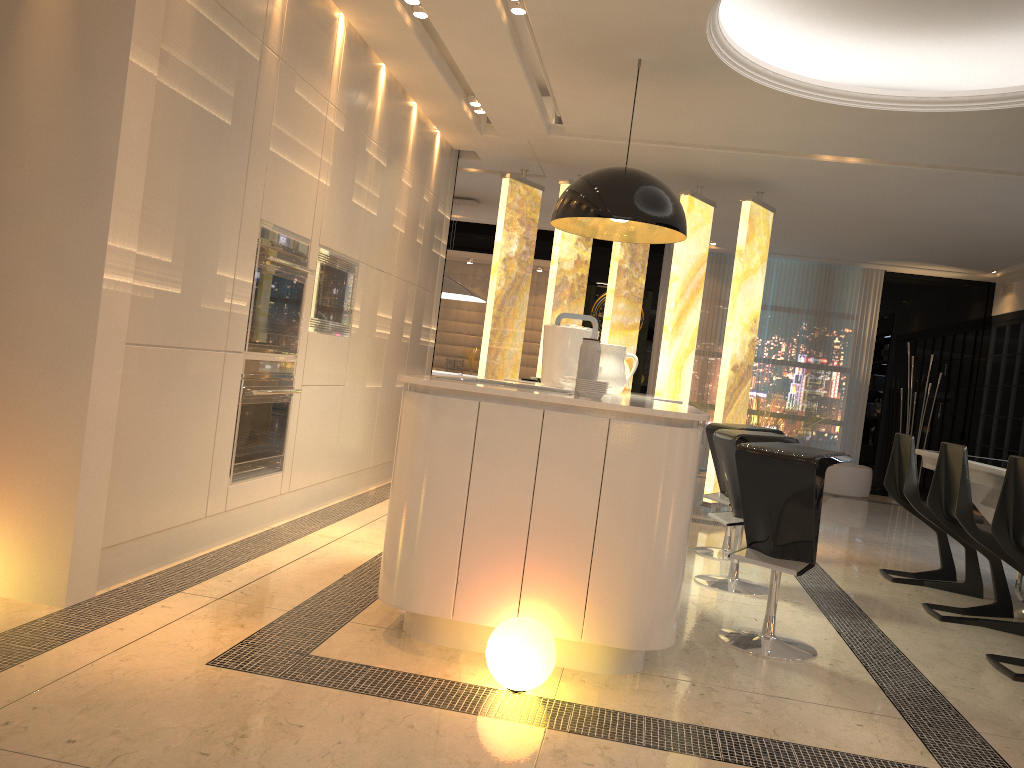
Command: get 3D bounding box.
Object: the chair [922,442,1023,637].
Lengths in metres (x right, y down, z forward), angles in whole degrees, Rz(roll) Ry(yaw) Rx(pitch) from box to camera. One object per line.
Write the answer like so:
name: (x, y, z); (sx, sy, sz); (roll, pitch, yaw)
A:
chair: (2.364, 0.751, 4.383); (0.496, 0.858, 0.523); (7, 1, 9)

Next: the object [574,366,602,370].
object: (0.363, -0.054, 4.277); (0.138, 0.051, 0.138); (6, 1, -34)

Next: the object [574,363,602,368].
object: (0.364, -0.066, 4.277); (0.138, 0.051, 0.138); (6, 1, -34)

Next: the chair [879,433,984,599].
chair: (2.491, 0.750, 5.223); (0.496, 0.858, 0.523); (7, 1, 9)

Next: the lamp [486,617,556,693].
lamp: (0.028, 0.812, 2.671); (0.212, 0.214, 0.213); (7, 1, -31)

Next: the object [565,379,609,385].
object: (0.356, -0.004, 4.278); (0.229, 0.016, 0.229); (8, 1, 38)

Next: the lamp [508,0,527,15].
lamp: (0.038, -1.858, 4.293); (0.107, 0.127, 0.107); (7, 1, -10)

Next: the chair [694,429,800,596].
chair: (1.165, 0.631, 4.488); (0.380, 0.789, 0.380); (7, 1, -9)

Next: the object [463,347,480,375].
object: (-0.526, -0.149, 12.054); (0.390, 0.718, 0.388); (7, 1, 0)

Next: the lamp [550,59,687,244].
lamp: (0.608, -1.240, 4.610); (0.710, 0.898, 0.710); (8, 1, 19)

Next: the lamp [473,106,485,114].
lamp: (-0.213, -1.925, 6.094); (0.107, 0.127, 0.107); (7, 1, 5)

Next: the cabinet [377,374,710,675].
cabinet: (0.327, 0.473, 4.624); (1.046, 0.887, 3.752); (7, 1, 9)

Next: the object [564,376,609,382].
object: (0.358, -0.018, 4.277); (0.229, 0.016, 0.229); (8, 1, 38)

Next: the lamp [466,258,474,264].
lamp: (-0.564, -1.688, 11.983); (0.107, 0.127, 0.107); (7, 1, -10)

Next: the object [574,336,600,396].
object: (0.274, -0.064, 3.216); (0.071, 0.219, 0.071); (7, 1, 0)

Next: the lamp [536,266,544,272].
lamp: (0.374, -1.566, 11.841); (0.107, 0.127, 0.107); (7, 1, -10)

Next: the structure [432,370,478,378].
structure: (-1.218, 0.218, 9.327); (2.912, 0.812, 1.659); (7, 1, 9)

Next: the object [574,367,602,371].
object: (0.362, -0.049, 4.277); (0.138, 0.051, 0.138); (6, 1, -34)

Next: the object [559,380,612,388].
object: (0.354, 0.013, 4.278); (0.264, 0.033, 0.264); (7, 1, -22)

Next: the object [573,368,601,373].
object: (0.361, -0.043, 4.277); (0.138, 0.051, 0.138); (6, 1, -34)

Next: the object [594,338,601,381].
object: (0.290, -0.064, 3.321); (0.071, 0.219, 0.071); (7, 1, -15)

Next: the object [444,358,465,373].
object: (-0.811, -0.095, 12.150); (0.247, 0.522, 0.124); (7, 1, 9)

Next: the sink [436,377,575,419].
sink: (0.009, 0.079, 3.512); (0.485, 0.152, 0.738); (7, 1, 9)

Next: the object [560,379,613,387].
object: (0.355, 0.007, 4.278); (0.264, 0.033, 0.264); (7, 1, -22)

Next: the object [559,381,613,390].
object: (0.353, 0.020, 4.278); (0.264, 0.033, 0.264); (7, 1, -22)

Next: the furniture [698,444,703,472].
furniture: (1.858, 0.818, 10.417); (0.735, 0.357, 0.735); (7, 1, 10)

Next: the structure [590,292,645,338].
structure: (1.291, -0.826, 10.887); (0.669, 0.669, 0.048); (7, 1, 9)

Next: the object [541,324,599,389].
object: (0.290, -0.144, 4.589); (0.288, 0.330, 0.288); (8, 1, 26)

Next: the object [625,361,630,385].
object: (0.549, -0.060, 4.947); (0.212, 0.214, 0.213); (7, 1, -31)

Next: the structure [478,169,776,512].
structure: (0.858, -0.348, 7.070); (2.180, 2.555, 0.448); (7, 1, 9)

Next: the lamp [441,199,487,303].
lamp: (-1.006, -1.462, 9.311); (1.578, 0.995, 0.939); (7, 1, 9)

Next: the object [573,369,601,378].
object: (0.361, -0.037, 4.277); (0.138, 0.051, 0.138); (6, 1, -34)

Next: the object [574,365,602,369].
object: (0.363, -0.060, 4.277); (0.138, 0.051, 0.138); (6, 1, -34)

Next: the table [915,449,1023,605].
table: (3.011, 0.884, 4.291); (1.293, 0.759, 3.031); (7, 1, 9)

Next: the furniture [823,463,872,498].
furniture: (3.682, 1.057, 10.048); (0.735, 0.357, 0.735); (7, 1, -19)

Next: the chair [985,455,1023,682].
chair: (2.234, 0.751, 3.526); (0.496, 0.858, 0.523); (7, 1, 9)

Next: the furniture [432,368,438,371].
furniture: (-1.772, 0.100, 11.932); (1.312, 0.810, 1.107); (7, 1, 9)

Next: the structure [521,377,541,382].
structure: (0.362, -0.005, 5.782); (0.502, 0.026, 0.811); (7, 1, 9)

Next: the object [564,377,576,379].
object: (0.357, -0.013, 4.277); (0.229, 0.016, 0.229); (8, 1, 38)

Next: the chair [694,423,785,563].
chair: (1.329, 0.635, 5.306); (0.380, 0.789, 0.380); (7, 1, -24)

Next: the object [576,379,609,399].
object: (0.282, 0.018, 3.129); (0.111, 0.062, 0.111); (8, 1, 30)

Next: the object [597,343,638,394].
object: (0.533, -0.078, 4.720); (0.211, 0.254, 0.183); (7, 1, -29)

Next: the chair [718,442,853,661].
chair: (1.054, 0.636, 3.490); (0.380, 0.789, 0.380); (8, 1, 41)

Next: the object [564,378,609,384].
object: (0.356, -0.009, 4.277); (0.229, 0.016, 0.229); (8, 1, 38)

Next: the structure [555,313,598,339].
structure: (0.239, -0.119, 3.450); (0.177, 0.310, 0.089); (7, 1, 9)

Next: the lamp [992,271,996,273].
lamp: (5.318, -1.296, 9.809); (0.107, 0.127, 0.107); (7, 1, -10)

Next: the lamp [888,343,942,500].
lamp: (4.608, 0.446, 10.154); (0.418, 1.801, 0.200); (7, 1, 9)

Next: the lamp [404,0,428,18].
lamp: (-0.469, -1.924, 4.415); (0.107, 0.127, 0.270); (7, 1, 9)

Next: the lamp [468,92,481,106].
lamp: (-0.239, -1.925, 5.932); (0.107, 0.127, 0.107); (7, 1, -10)

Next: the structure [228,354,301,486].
structure: (-1.421, 0.133, 4.308); (0.595, 0.597, 0.609); (7, 1, 9)

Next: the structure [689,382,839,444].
structure: (2.756, 0.549, 9.866); (1.275, 1.142, 1.282); (6, 1, -35)

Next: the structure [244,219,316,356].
structure: (-1.344, -0.471, 4.297); (0.595, 0.597, 0.609); (7, 1, 9)

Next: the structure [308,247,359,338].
structure: (-1.213, -0.528, 5.031); (0.446, 0.450, 0.659); (7, 1, 9)

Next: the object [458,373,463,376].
object: (-0.538, -0.085, 9.228); (0.057, 0.057, 0.057); (7, 1, -22)

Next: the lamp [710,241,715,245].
lamp: (2.348, -1.683, 10.305); (0.107, 0.127, 0.107); (8, 1, 27)
